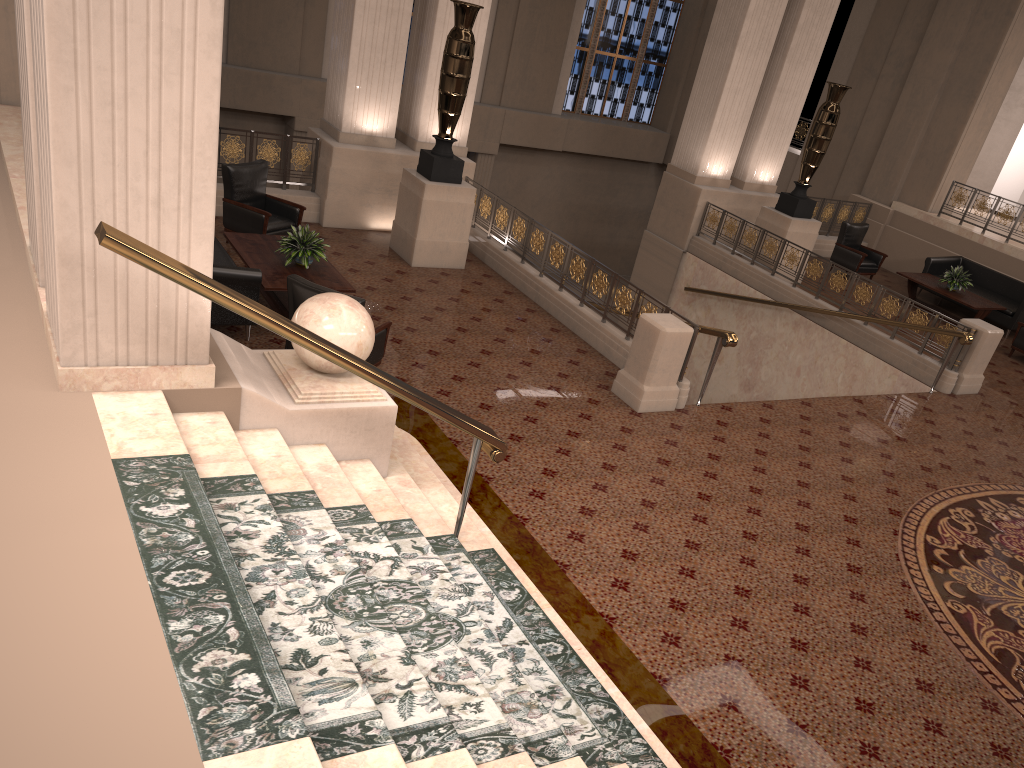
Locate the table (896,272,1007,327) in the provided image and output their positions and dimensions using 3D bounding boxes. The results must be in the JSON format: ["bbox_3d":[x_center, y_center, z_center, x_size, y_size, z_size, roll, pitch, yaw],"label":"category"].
[{"bbox_3d":[6.728,-1.265,13.707,0.835,0.457,1.414,-3,30,-32],"label":"table"}]

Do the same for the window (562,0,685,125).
[{"bbox_3d":[2.643,-8.684,19.394,2.975,5.615,0.066,-4,32,-30],"label":"window"}]

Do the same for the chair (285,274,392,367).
[{"bbox_3d":[-1.416,-0.438,7.149,0.642,0.884,0.691,20,28,13],"label":"chair"}]

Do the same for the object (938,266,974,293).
[{"bbox_3d":[6.807,-1.625,13.488,0.502,0.394,0.500,12,26,-2],"label":"object"}]

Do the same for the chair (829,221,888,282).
[{"bbox_3d":[5.771,-2.194,14.675,0.643,0.885,0.690,-7,33,-35],"label":"chair"}]

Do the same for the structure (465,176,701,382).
[{"bbox_3d":[0.515,-1.365,9.888,0.079,0.564,4.731,-5,31,-31],"label":"structure"}]

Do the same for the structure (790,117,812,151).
[{"bbox_3d":[5.520,-5.447,18.601,0.031,0.701,2.066,-6,31,-31],"label":"structure"}]

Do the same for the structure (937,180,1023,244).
[{"bbox_3d":[8.426,-2.408,14.057,0.032,0.655,3.542,-6,31,-31],"label":"structure"}]

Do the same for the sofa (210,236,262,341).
[{"bbox_3d":[-2.922,-1.073,7.874,0.871,0.741,1.843,-4,30,-32],"label":"sofa"}]

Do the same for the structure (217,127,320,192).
[{"bbox_3d":[-3.502,-2.672,10.277,2.526,0.686,0.031,-2,31,-31],"label":"structure"}]

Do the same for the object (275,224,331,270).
[{"bbox_3d":[-1.937,-1.295,8.175,0.502,0.394,0.500,12,26,-2],"label":"object"}]

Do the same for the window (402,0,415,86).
[{"bbox_3d":[-1.874,-8.537,16.700,2.975,5.615,0.066,-4,32,-30],"label":"window"}]

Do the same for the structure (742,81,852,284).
[{"bbox_3d":[4.322,-2.963,13.095,0.697,2.922,0.671,-5,33,-30],"label":"structure"}]

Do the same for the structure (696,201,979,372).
[{"bbox_3d":[4.137,-1.483,12.047,0.079,0.564,4.735,-6,31,-32],"label":"structure"}]

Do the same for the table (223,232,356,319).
[{"bbox_3d":[-2.162,-0.976,8.406,0.835,0.457,1.414,-3,30,-32],"label":"table"}]

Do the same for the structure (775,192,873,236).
[{"bbox_3d":[5.434,-2.962,15.606,2.526,0.686,0.031,-2,32,-31],"label":"structure"}]

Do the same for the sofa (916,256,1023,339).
[{"bbox_3d":[7.540,-1.412,14.112,0.871,0.741,1.843,-4,30,-32],"label":"sofa"}]

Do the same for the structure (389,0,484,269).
[{"bbox_3d":[-0.752,-2.798,10.070,0.697,2.922,0.671,-5,33,-30],"label":"structure"}]

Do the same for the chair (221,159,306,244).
[{"bbox_3d":[-2.728,-1.917,9.604,0.708,0.885,0.626,23,28,18],"label":"chair"}]

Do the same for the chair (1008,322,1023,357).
[{"bbox_3d":[7.528,-0.657,12.331,0.645,0.885,0.688,-4,32,-31],"label":"chair"}]
